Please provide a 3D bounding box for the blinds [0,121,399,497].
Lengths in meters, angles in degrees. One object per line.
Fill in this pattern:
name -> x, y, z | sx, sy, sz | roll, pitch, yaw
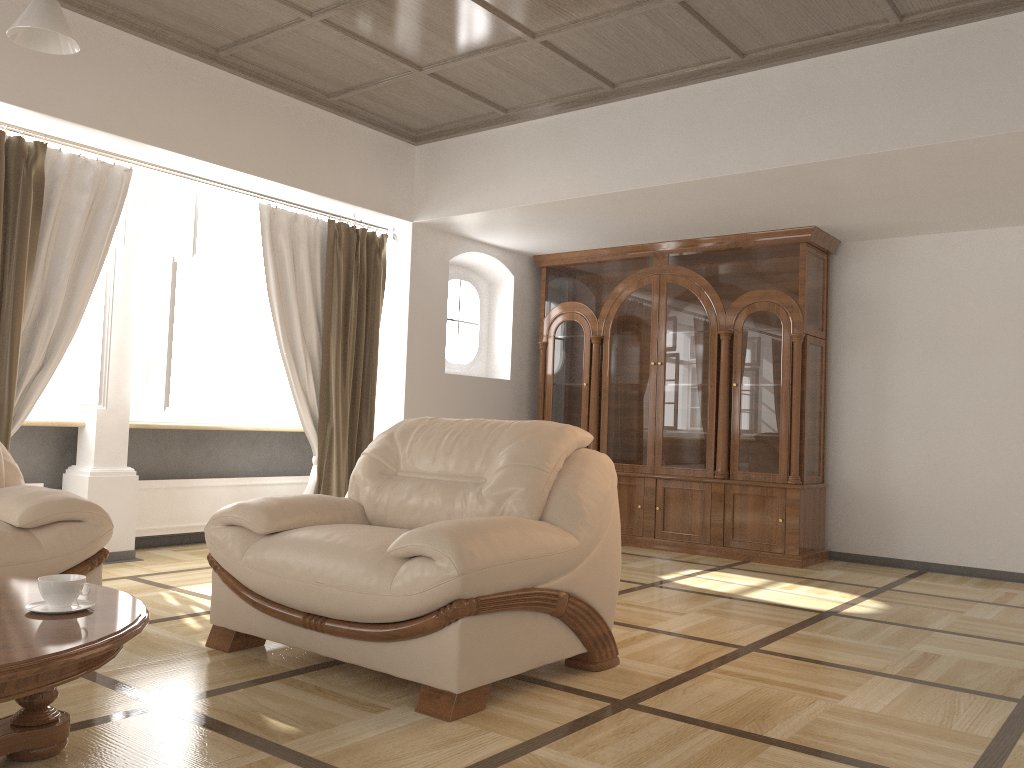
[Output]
blinds -> -2.630, -0.189, 4.086 | 0.285, 2.294, 5.765 | 0, -3, 38

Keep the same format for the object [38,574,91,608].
object -> -1.081, 0.502, 2.128 | 0.105, 0.071, 0.114 | 4, -3, -37

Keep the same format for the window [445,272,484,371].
window -> -0.438, -0.497, 7.123 | 0.050, 0.784, 0.600 | 0, -3, 38

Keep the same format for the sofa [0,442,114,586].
sofa -> -2.541, 0.460, 2.832 | 1.051, 0.900, 2.135 | 0, -3, 38

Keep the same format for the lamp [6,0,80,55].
lamp -> -1.339, -1.436, 2.072 | 0.741, 1.094, 0.713 | 0, -3, 38

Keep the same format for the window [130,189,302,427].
window -> -1.806, -0.461, 6.098 | 0.782, 1.500, 1.653 | 0, -3, 38

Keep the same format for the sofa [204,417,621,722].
sofa -> -0.356, 0.570, 3.378 | 1.318, 0.900, 1.052 | 0, -3, 38

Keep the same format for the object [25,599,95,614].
object -> -1.085, 0.537, 2.131 | 0.150, 0.010, 0.150 | 1, -3, 27

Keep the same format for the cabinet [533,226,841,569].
cabinet -> 1.230, 0.094, 6.867 | 2.360, 2.298, 0.587 | 0, -3, 38

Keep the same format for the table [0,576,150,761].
table -> -1.438, 0.716, 1.950 | 1.167, 0.392, 1.169 | 0, -3, 33

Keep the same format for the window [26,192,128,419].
window -> -3.026, -0.581, 4.531 | 0.784, 1.500, 1.759 | 0, -3, 37
